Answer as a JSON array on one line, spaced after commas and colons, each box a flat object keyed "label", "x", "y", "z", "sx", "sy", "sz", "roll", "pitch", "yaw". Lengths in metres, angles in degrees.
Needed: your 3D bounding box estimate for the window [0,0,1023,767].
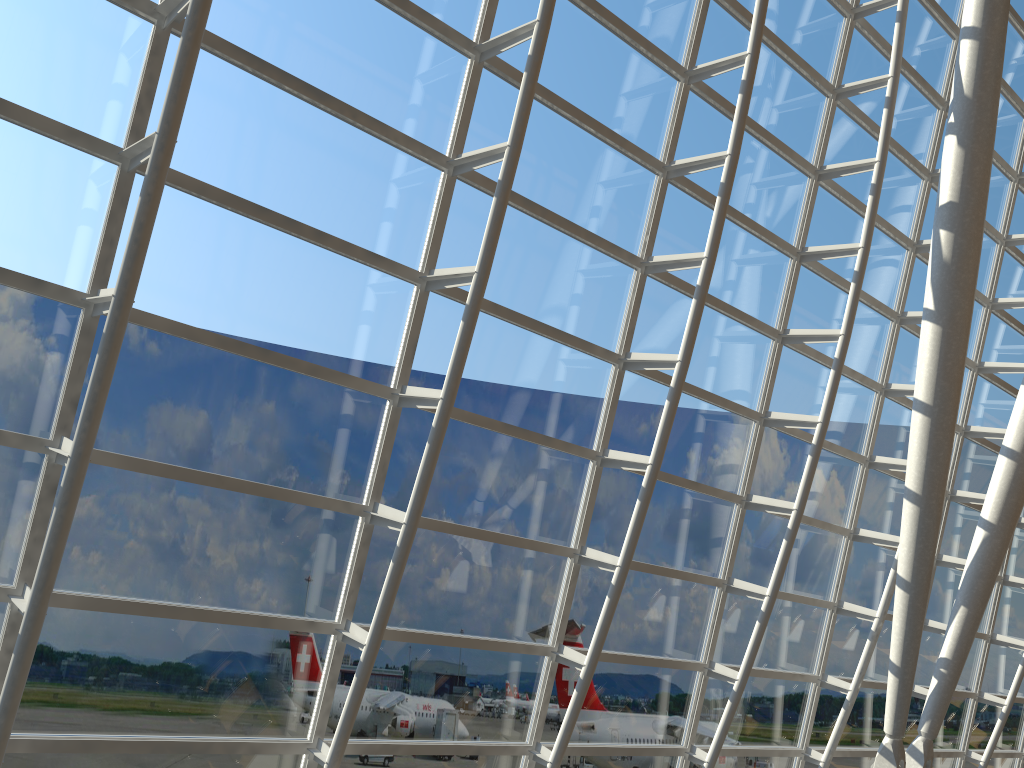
[{"label": "window", "x": 50.394, "y": 15.047, "z": 49.637, "sx": 168.545, "sy": 13.718, "sz": 3.761, "roll": 19, "pitch": -20, "yaw": -37}]
